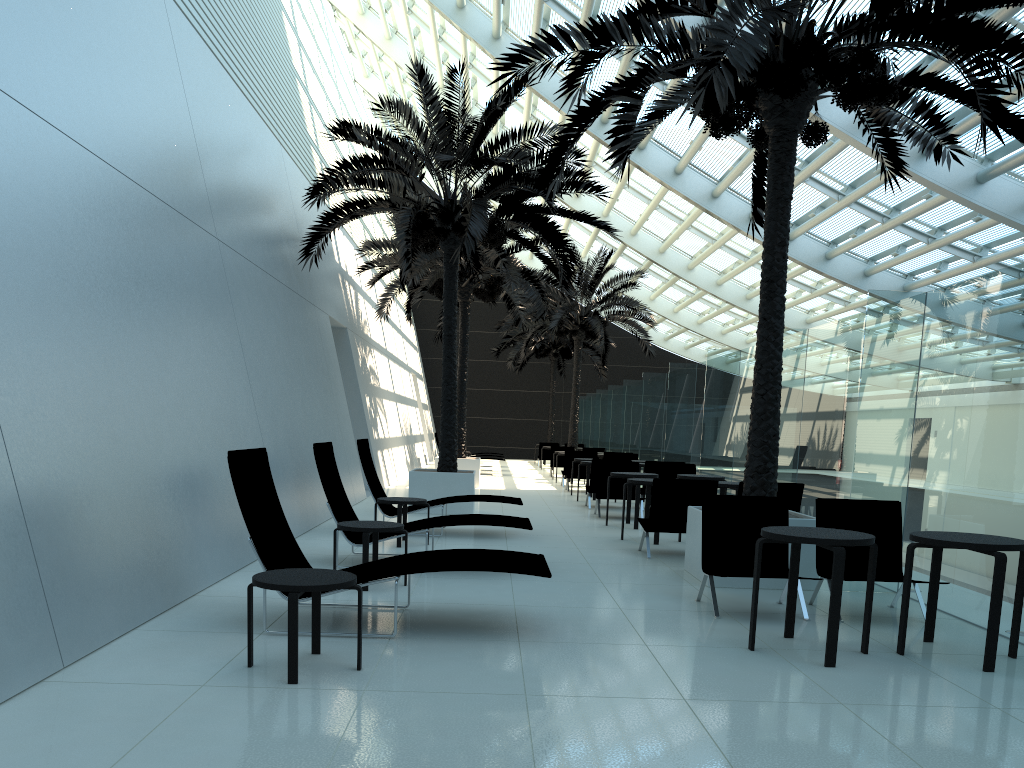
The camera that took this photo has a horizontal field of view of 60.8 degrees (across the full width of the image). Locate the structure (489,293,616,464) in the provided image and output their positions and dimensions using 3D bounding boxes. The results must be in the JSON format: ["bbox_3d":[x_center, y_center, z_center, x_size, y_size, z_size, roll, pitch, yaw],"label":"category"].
[{"bbox_3d":[1.815,-0.294,35.064,4.458,7.102,4.747,0,5,-23],"label":"structure"}]

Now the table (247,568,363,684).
[{"bbox_3d":[-1.137,1.309,4.786,0.549,0.523,0.552,4,3,41],"label":"table"}]

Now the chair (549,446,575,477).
[{"bbox_3d":[1.480,2.251,25.139,0.716,0.898,0.878,2,2,-1],"label":"chair"}]

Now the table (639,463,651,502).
[{"bbox_3d":[2.620,1.928,16.837,0.674,0.790,0.677,5,4,41],"label":"table"}]

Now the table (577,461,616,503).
[{"bbox_3d":[1.651,1.892,16.811,0.674,0.790,0.677,5,4,41],"label":"table"}]

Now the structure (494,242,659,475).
[{"bbox_3d":[1.972,-0.701,26.935,4.826,7.104,4.383,1,5,-8],"label":"structure"}]

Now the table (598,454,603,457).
[{"bbox_3d":[2.492,2.209,22.468,0.674,0.790,0.677,5,4,41],"label":"table"}]

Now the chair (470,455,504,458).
[{"bbox_3d":[-1.263,2.144,27.782,2.037,1.172,0.911,2,4,-1],"label":"chair"}]

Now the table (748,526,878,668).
[{"bbox_3d":[1.914,1.331,5.561,0.678,0.790,0.673,-1,4,-44],"label":"table"}]

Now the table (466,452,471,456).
[{"bbox_3d":[-1.691,2.532,29.301,0.549,0.523,0.552,4,3,41],"label":"table"}]

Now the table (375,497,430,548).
[{"bbox_3d":[-1.253,1.565,9.920,0.549,0.523,0.552,4,3,41],"label":"table"}]

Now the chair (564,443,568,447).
[{"bbox_3d":[2.260,2.655,32.539,0.716,0.898,0.878,2,2,-1],"label":"chair"}]

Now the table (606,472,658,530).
[{"bbox_3d":[1.754,1.684,12.642,0.675,0.790,0.677,4,4,37],"label":"table"}]

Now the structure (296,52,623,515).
[{"bbox_3d":[-0.879,-1.395,13.463,4.643,6.915,4.222,0,5,-23],"label":"structure"}]

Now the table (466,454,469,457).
[{"bbox_3d":[-1.631,2.400,26.654,0.549,0.523,0.552,4,3,41],"label":"table"}]

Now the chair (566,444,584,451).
[{"bbox_3d":[2.284,2.570,30.845,0.716,0.898,0.878,2,2,-1],"label":"chair"}]

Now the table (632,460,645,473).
[{"bbox_3d":[2.596,2.002,18.300,0.675,0.790,0.677,4,4,37],"label":"table"}]

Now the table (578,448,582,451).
[{"bbox_3d":[2.341,2.563,29.553,0.675,0.790,0.677,4,4,37],"label":"table"}]

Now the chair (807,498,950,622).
[{"bbox_3d":[2.828,1.368,6.753,0.716,0.898,0.878,2,2,-1],"label":"chair"}]

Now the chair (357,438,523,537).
[{"bbox_3d":[-0.885,1.309,11.048,2.037,1.172,0.911,2,4,-1],"label":"chair"}]

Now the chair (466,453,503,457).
[{"bbox_3d":[-1.323,2.276,30.429,2.037,1.172,0.911,2,4,-1],"label":"chair"}]

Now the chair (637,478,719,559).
[{"bbox_3d":[1.840,1.489,9.847,0.716,0.898,0.878,2,2,-1],"label":"chair"}]

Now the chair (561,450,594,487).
[{"bbox_3d":[1.582,2.058,21.261,0.716,0.898,0.878,2,2,-1],"label":"chair"}]

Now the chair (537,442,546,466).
[{"bbox_3d":[1.328,2.620,32.514,0.716,0.898,0.878,2,2,-1],"label":"chair"}]

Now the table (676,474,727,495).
[{"bbox_3d":[2.723,1.721,12.669,0.675,0.790,0.677,4,4,37],"label":"table"}]

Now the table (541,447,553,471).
[{"bbox_3d":[1.372,2.527,29.526,0.675,0.790,0.677,4,4,37],"label":"table"}]

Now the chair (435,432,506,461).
[{"bbox_3d":[-1.205,2.016,25.215,2.037,1.172,0.911,2,4,-1],"label":"chair"}]

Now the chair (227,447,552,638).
[{"bbox_3d":[-0.769,1.053,5.914,2.037,1.172,0.911,2,4,-1],"label":"chair"}]

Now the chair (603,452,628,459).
[{"bbox_3d":[2.514,2.094,21.287,0.716,0.898,0.878,2,2,-1],"label":"chair"}]

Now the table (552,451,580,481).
[{"bbox_3d":[1.500,2.244,23.871,0.675,0.790,0.677,4,4,37],"label":"table"}]

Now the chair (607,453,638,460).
[{"bbox_3d":[2.538,2.009,19.592,0.716,0.898,0.878,2,2,-1],"label":"chair"}]

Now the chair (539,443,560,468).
[{"bbox_3d":[1.352,2.535,30.819,0.716,0.898,0.878,2,2,-1],"label":"chair"}]

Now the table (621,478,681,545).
[{"bbox_3d":[1.781,1.603,11.028,0.674,0.790,0.677,5,4,41],"label":"table"}]

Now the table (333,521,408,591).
[{"bbox_3d":[-1.195,1.437,7.353,0.549,0.523,0.552,4,3,41],"label":"table"}]

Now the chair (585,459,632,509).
[{"bbox_3d":[1.710,1.777,15.630,0.716,0.898,0.878,2,2,-1],"label":"chair"}]

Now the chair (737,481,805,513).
[{"bbox_3d":[2.772,1.524,9.873,0.716,0.898,0.878,2,2,-1],"label":"chair"}]

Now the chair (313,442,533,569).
[{"bbox_3d":[-0.827,1.181,8.481,2.037,1.172,0.911,2,4,-1],"label":"chair"}]

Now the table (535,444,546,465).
[{"bbox_3d":[1.269,2.734,33.695,0.678,0.790,0.673,-1,4,-44],"label":"table"}]

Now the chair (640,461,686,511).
[{"bbox_3d":[2.641,1.813,15.655,0.716,0.898,0.878,2,2,-1],"label":"chair"}]

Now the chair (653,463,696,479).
[{"bbox_3d":[2.665,1.727,13.948,0.716,0.898,0.878,2,2,-1],"label":"chair"}]

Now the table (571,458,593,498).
[{"bbox_3d":[1.627,1.965,18.274,0.675,0.790,0.677,4,4,37],"label":"table"}]

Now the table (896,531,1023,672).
[{"bbox_3d":[2.883,1.367,5.587,0.678,0.790,0.673,-1,4,-44],"label":"table"}]

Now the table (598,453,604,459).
[{"bbox_3d":[2.469,2.281,23.897,0.675,0.790,0.677,4,4,37],"label":"table"}]

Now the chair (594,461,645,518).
[{"bbox_3d":[1.734,1.692,13.923,0.716,0.898,0.878,2,2,-1],"label":"chair"}]

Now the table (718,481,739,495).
[{"bbox_3d":[2.750,1.640,11.054,0.674,0.790,0.677,5,4,41],"label":"table"}]

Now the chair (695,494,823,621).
[{"bbox_3d":[1.896,1.333,6.727,0.716,0.898,0.878,2,2,-1],"label":"chair"}]

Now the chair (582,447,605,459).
[{"bbox_3d":[2.412,2.287,25.164,0.716,0.898,0.878,2,2,-1],"label":"chair"}]

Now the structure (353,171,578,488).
[{"bbox_3d":[-1.219,-1.135,19.443,4.259,6.976,4.605,5,5,32],"label":"structure"}]

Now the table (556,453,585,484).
[{"bbox_3d":[1.523,2.173,22.442,0.674,0.790,0.677,5,4,41],"label":"table"}]

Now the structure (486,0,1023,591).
[{"bbox_3d":[2.409,-1.654,7.829,4.807,7.104,4.400,3,5,17],"label":"structure"}]

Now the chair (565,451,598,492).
[{"bbox_3d":[1.606,1.973,19.567,0.716,0.898,0.878,2,2,-1],"label":"chair"}]
